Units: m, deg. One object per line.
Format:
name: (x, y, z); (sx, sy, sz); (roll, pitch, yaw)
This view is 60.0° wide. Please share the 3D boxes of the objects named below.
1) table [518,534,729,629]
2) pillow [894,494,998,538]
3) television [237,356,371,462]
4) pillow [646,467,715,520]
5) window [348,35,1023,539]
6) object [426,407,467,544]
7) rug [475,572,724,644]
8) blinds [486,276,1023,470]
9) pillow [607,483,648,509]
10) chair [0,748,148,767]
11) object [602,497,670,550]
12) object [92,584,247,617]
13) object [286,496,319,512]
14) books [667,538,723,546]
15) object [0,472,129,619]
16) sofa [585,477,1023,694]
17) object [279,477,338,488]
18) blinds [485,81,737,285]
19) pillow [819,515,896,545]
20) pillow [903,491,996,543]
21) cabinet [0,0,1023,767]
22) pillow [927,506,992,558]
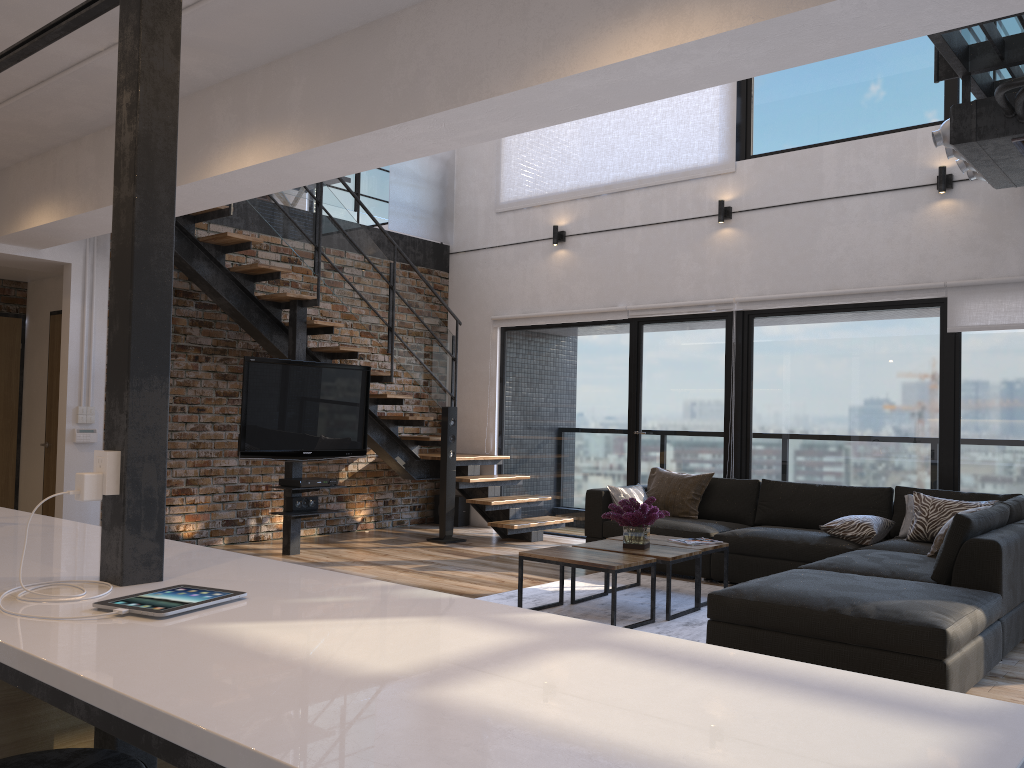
table: (0.707, 1.143, 5.238); (0.697, 0.350, 1.299); (-1, -3, 40)
pillow: (2.804, 0.881, 5.710); (0.611, 0.294, 0.235); (-1, -3, 40)
television: (-1.612, 0.216, 6.919); (0.136, 0.783, 1.207); (0, -2, 40)
pillow: (1.272, 0.861, 7.012); (0.609, 0.382, 0.265); (-1, -3, 40)
window: (0.648, -1.223, 6.194); (13.398, 5.565, 5.666); (-1, -3, 39)
object: (-0.573, 0.807, 7.950); (0.271, 1.206, 0.271); (0, -2, 44)
rug: (0.684, 1.316, 5.201); (1.637, 0.003, 2.114); (-1, -3, 39)
blinds: (1.833, 0.305, 7.293); (5.369, 2.043, 0.096); (-1, -2, 39)
pillow: (0.940, 0.912, 6.846); (0.212, 0.265, 0.499); (0, -3, 40)
chair: (-0.837, 1.015, 1.557); (0.357, 0.636, 0.357); (1, -2, 18)
object: (0.742, 0.798, 5.252); (0.342, 0.343, 0.375); (0, -3, 41)
object: (-0.678, 0.434, 1.773); (0.188, 0.013, 0.240); (0, -3, 24)
object: (-1.637, 0.937, 6.929); (0.088, 0.112, 0.247); (0, -3, 39)
books: (1.146, 0.984, 5.540); (0.295, 0.013, 0.229); (3, -3, -30)
object: (-0.905, 0.311, 1.783); (0.214, 0.246, 0.417); (2, -2, -29)
sofa: (1.412, 0.995, 5.438); (3.044, 0.700, 3.000); (-1, -3, 39)
object: (-1.576, 0.765, 6.878); (0.275, 0.058, 0.360); (-1, -3, 39)
blinds: (-0.574, -2.538, 8.201); (10.203, 2.974, 1.996); (1, -2, 18)
pillow: (2.299, 0.960, 5.886); (0.356, 0.177, 0.531); (0, -3, 37)
pillow: (2.754, 0.850, 5.549); (0.532, 0.314, 0.250); (-1, -3, 43)
cabinet: (-2.615, -0.098, 2.526); (9.115, 2.870, 2.474); (-1, -3, 39)
pillow: (2.610, 0.859, 5.141); (0.273, 0.309, 0.547); (0, -3, 39)
